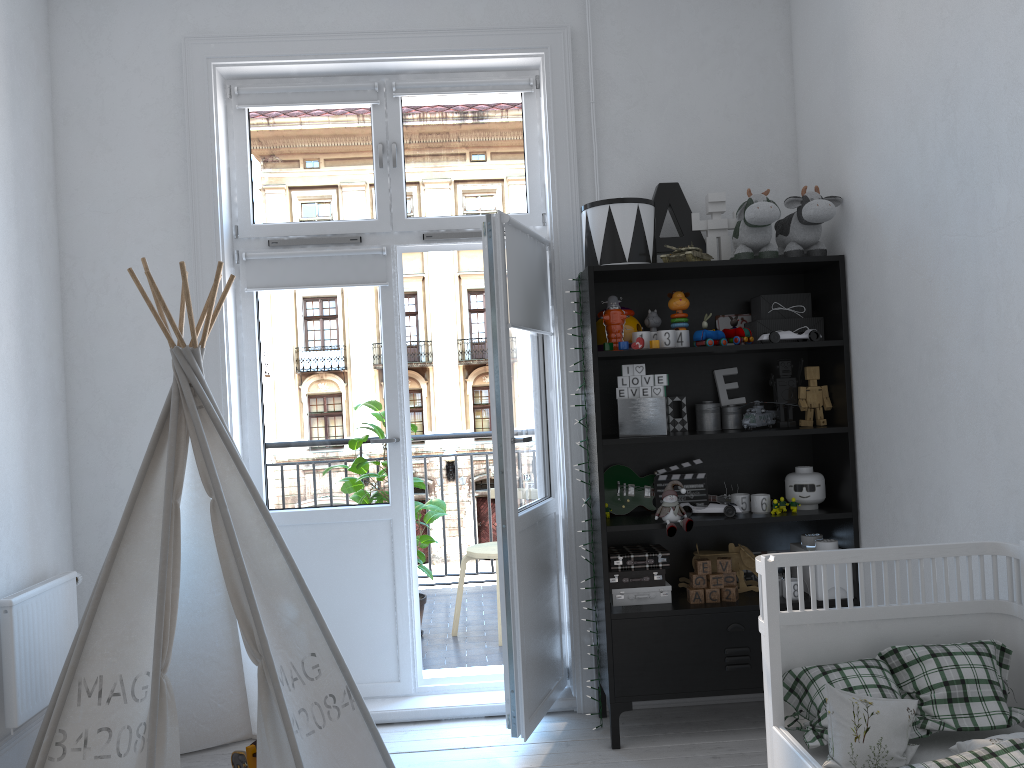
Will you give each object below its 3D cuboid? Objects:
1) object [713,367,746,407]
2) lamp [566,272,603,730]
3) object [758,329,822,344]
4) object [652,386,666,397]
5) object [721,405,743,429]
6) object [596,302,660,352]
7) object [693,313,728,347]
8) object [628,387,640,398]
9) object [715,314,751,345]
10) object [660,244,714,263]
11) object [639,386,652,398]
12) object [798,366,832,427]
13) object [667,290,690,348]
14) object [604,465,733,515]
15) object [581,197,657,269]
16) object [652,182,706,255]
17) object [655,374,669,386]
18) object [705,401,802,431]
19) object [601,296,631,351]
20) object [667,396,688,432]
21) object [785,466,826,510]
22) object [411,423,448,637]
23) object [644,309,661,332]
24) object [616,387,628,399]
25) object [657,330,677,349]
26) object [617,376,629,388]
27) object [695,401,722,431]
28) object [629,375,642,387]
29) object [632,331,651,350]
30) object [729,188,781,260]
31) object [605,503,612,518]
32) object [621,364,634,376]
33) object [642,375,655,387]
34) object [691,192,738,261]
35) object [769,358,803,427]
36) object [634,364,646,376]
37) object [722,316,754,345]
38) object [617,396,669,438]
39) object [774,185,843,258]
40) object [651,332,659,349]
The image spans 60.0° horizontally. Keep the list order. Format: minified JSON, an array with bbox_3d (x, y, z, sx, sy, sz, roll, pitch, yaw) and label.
[{"bbox_3d":[0.836,0.012,3.408,0.107,0.151,0.055,-3,0,-3],"label":"object"},{"bbox_3d":[0.721,0.406,3.321,0.985,1.684,0.095,-3,0,-5],"label":"lamp"},{"bbox_3d":[0.995,-0.169,3.182,0.230,0.048,0.098,-3,-1,-13],"label":"object"},{"bbox_3d":[0.521,0.027,3.143,0.040,0.040,0.040,-3,-1,27],"label":"object"},{"bbox_3d":[0.846,0.122,3.281,0.078,0.091,0.246,-3,-1,-8],"label":"object"},{"bbox_3d":[0.405,-0.213,3.248,0.197,0.197,0.318,-3,-1,-6],"label":"object"},{"bbox_3d":[0.718,-0.194,3.216,0.121,0.126,0.087,-3,-1,-26],"label":"object"},{"bbox_3d":[0.434,0.031,3.169,0.040,0.040,0.040,-3,-1,2],"label":"object"},{"bbox_3d":[0.965,-0.209,3.427,0.347,0.131,0.037,-3,0,-3],"label":"object"},{"bbox_3d":[0.622,-0.476,3.216,0.121,0.100,0.338,-3,-1,32],"label":"object"},{"bbox_3d":[0.476,0.029,3.152,0.040,0.040,0.040,-3,-1,12],"label":"object"},{"bbox_3d":[1.107,0.046,3.250,0.114,0.221,0.052,-3,0,-3],"label":"object"},{"bbox_3d":[0.607,-0.232,3.211,0.077,0.213,0.077,-3,0,31],"label":"object"},{"bbox_3d":[0.598,0.419,3.375,0.542,0.239,0.093,-3,0,-2],"label":"object"},{"bbox_3d":[0.420,-0.544,3.315,0.272,0.259,0.395,-3,-1,26],"label":"object"},{"bbox_3d":[0.606,-0.595,3.399,0.343,0.344,0.057,-3,0,-3],"label":"object"},{"bbox_3d":[0.530,-0.014,3.141,0.040,0.040,0.040,-3,-1,22],"label":"object"},{"bbox_3d":[0.900,0.113,3.251,0.368,0.106,0.349,-3,-1,-1],"label":"object"},{"bbox_3d":[0.374,-0.217,3.176,0.105,0.203,0.072,-3,0,5],"label":"object"},{"bbox_3d":[0.632,0.114,3.388,0.070,0.134,0.028,-3,0,-3],"label":"object"},{"bbox_3d":[1.080,0.384,3.266,0.139,0.162,0.139,-3,-1,-28],"label":"object"},{"bbox_3d":[-0.647,0.693,4.601,0.720,1.225,0.489,-3,0,7],"label":"object"},{"bbox_3d":[0.531,-0.200,3.330,0.063,0.160,0.063,-3,0,-24],"label":"object"},{"bbox_3d":[0.395,0.033,3.170,0.040,0.040,0.040,-3,-1,12],"label":"object"},{"bbox_3d":[0.553,-0.157,3.169,0.067,0.067,0.067,-3,-1,-2],"label":"object"},{"bbox_3d":[0.398,-0.007,3.169,0.040,0.040,0.040,-3,-1,7],"label":"object"},{"bbox_3d":[0.743,0.120,3.360,0.095,0.110,0.095,-3,-1,2],"label":"object"},{"bbox_3d":[0.442,-0.010,3.159,0.040,0.040,0.040,-3,-1,17],"label":"object"},{"bbox_3d":[0.465,-0.153,3.179,0.067,0.067,0.067,-3,-1,-2],"label":"object"},{"bbox_3d":[0.875,-0.561,3.216,0.154,0.253,0.370,-3,-1,5],"label":"object"},{"bbox_3d":[0.349,0.469,3.286,0.042,0.054,0.031,-3,0,7],"label":"object"},{"bbox_3d":[0.413,-0.048,3.166,0.040,0.040,0.040,-3,-1,2],"label":"object"},{"bbox_3d":[0.487,-0.012,3.150,0.040,0.040,0.040,-3,-1,27],"label":"object"},{"bbox_3d":[0.781,-0.576,3.377,0.190,0.290,0.065,-3,0,2],"label":"object"},{"bbox_3d":[1.028,0.031,3.309,0.117,0.259,0.081,-3,0,-3],"label":"object"},{"bbox_3d":[0.454,-0.050,3.157,0.040,0.040,0.040,-3,-1,7],"label":"object"},{"bbox_3d":[0.825,-0.198,3.263,0.087,0.112,0.122,-3,-1,-32],"label":"object"},{"bbox_3d":[0.472,0.118,3.191,0.170,0.138,0.124,-3,-1,12],"label":"object"},{"bbox_3d":[1.027,-0.569,3.228,0.211,0.253,0.386,-3,-1,-19],"label":"object"},{"bbox_3d":[0.516,-0.155,3.226,0.067,0.067,0.067,-3,-1,-29],"label":"object"}]
